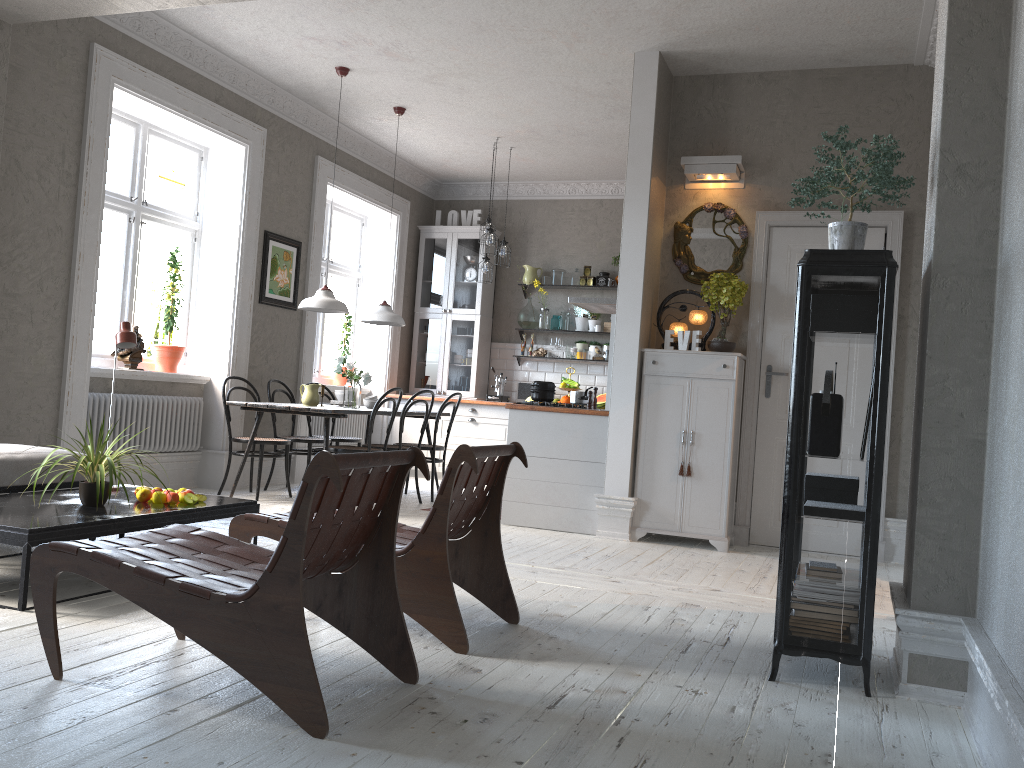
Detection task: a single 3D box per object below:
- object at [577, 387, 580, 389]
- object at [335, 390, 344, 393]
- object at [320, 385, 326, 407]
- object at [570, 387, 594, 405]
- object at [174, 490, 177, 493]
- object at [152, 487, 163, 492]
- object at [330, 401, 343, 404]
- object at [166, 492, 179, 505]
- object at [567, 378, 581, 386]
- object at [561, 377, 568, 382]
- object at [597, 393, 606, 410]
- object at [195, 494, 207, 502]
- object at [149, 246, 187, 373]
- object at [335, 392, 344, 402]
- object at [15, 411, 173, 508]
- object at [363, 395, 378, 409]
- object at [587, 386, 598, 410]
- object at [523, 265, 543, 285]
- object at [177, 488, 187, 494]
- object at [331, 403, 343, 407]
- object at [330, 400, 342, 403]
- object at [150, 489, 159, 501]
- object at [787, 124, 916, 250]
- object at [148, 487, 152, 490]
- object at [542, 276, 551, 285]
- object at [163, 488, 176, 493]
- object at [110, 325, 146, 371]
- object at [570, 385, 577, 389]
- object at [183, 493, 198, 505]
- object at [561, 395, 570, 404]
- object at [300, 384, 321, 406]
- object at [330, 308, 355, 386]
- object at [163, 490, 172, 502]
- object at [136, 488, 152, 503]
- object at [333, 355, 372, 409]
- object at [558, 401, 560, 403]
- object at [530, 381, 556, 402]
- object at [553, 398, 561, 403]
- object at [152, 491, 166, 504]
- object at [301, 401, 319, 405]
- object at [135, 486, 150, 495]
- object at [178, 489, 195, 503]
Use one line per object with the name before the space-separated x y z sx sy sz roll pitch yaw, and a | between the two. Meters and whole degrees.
object | 0.694 0.048 9.351 0.051 0.050 0.050 3 -1 30
object | -1.398 0.103 7.432 0.178 0.094 0.181 4 -1 11
object | -1.464 0.091 6.838 0.058 0.167 0.060 3 -1 34
object | 0.559 0.089 6.580 0.178 0.134 0.297 5 -1 -35
object | -1.625 0.531 4.239 0.063 0.039 0.067 4 -1 26
object | -1.676 0.517 4.182 0.057 0.058 0.058 4 -1 3
object | -1.403 0.167 7.431 0.239 0.027 0.235 4 -1 -12
object | -1.552 0.523 4.053 0.056 0.058 0.057 3 -2 45
object | 0.666 -0.008 9.398 0.177 0.096 0.090 3 -2 40
object | 0.557 -0.048 9.370 0.073 0.058 0.051 4 -1 -3
object | 0.931 0.176 9.069 0.231 0.174 0.222 3 -2 42
object | -1.485 0.541 4.203 0.068 0.037 0.046 5 -2 -43
object | -2.631 -0.583 6.837 0.275 0.991 0.265 5 -1 -31
object | -1.400 0.123 7.431 0.178 0.094 0.181 4 -1 11
object | -1.775 0.330 3.862 0.716 0.420 0.676 3 -1 38
object | -1.183 0.146 7.401 0.122 0.119 0.130 3 -1 36
object | 0.568 0.097 6.242 0.072 0.167 0.036 4 -1 20
object | 0.214 -1.189 9.718 0.187 0.216 0.176 3 -1 34
object | -1.558 0.523 4.199 0.059 0.062 0.064 4 -1 2
object | -1.403 0.177 7.430 0.232 0.027 0.242 3 -1 38
object | -1.402 0.159 7.431 0.232 0.027 0.242 3 -1 43
object | -1.663 0.517 4.118 0.057 0.056 0.060 4 -1 7
object | 1.241 -0.694 3.243 0.406 0.506 0.406 3 -1 36
object | -1.744 0.514 4.204 0.069 0.055 0.059 4 -1 -13
object | 0.379 -1.124 9.720 0.102 0.111 0.104 4 -1 20
object | -1.615 0.521 4.170 0.062 0.058 0.060 5 -1 -25
object | -2.795 -0.270 6.459 0.118 0.329 0.240 4 -1 22
object | 0.645 0.046 9.336 0.076 0.062 0.100 4 -1 -6
object | -1.484 0.531 4.079 0.057 0.053 0.060 4 -1 27
object | 0.564 0.166 9.247 0.114 0.111 0.110 4 -1 -12
object | -1.545 0.082 6.778 0.151 0.170 0.134 5 -1 -19
object | -1.741 -0.386 9.187 0.265 0.813 0.254 5 -2 -42
object | -1.596 0.521 4.112 0.056 0.058 0.059 4 -1 11
object | -1.684 0.509 4.051 0.069 0.066 0.071 3 -1 35
object | -1.239 -0.017 6.895 0.308 0.414 0.254 4 -1 18
object | 0.523 0.193 9.376 0.090 0.057 0.083 5 -1 -38
object | 0.226 0.055 6.452 0.190 0.147 0.193 4 -1 0
object | 0.499 0.189 9.423 0.155 0.072 0.075 5 -2 -41
object | -1.613 0.516 4.050 0.063 0.063 0.060 5 -2 -38
object | -1.647 0.113 7.274 0.139 0.112 0.140 4 -1 3
object | -1.726 0.508 4.131 0.066 0.066 0.071 4 -1 25
object | -1.520 0.524 4.133 0.077 0.064 0.073 5 -1 -39
